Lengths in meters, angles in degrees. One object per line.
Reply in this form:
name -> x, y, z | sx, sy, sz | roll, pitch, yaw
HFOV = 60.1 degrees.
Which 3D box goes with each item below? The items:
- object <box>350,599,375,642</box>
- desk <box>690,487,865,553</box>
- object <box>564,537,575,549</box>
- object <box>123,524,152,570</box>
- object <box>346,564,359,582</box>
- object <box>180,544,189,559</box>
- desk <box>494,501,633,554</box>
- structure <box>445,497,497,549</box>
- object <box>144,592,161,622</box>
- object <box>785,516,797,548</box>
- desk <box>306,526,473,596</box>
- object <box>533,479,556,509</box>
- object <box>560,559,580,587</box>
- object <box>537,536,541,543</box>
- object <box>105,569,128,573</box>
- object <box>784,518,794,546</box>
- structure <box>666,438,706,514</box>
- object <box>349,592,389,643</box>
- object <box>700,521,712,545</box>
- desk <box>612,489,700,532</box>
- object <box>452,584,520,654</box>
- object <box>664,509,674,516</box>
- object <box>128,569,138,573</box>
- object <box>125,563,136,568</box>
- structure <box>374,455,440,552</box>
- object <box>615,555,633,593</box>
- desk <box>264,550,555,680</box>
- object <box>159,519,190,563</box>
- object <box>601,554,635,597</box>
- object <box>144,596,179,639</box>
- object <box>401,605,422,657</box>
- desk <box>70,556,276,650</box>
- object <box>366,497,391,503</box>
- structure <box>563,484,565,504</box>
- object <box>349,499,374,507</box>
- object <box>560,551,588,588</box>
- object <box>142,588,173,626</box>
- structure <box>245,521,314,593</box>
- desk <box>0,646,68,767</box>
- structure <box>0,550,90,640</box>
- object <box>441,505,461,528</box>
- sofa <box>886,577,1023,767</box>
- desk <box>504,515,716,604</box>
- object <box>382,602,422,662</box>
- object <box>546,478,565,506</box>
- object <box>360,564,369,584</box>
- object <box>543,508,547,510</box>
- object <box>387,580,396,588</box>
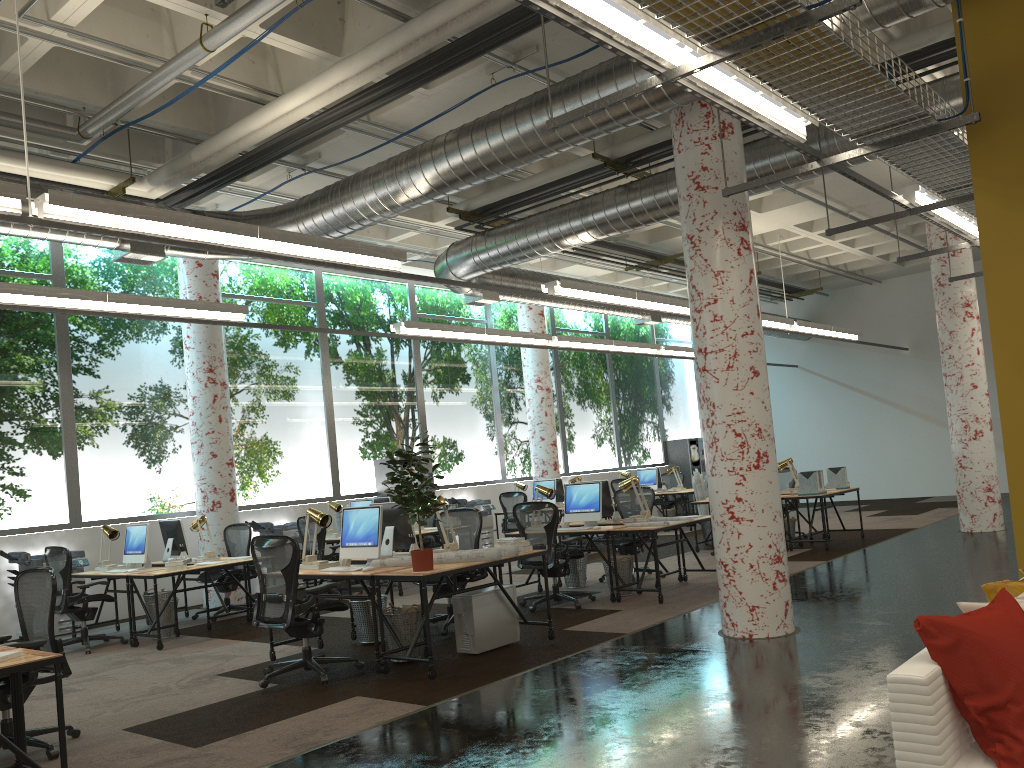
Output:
object -> -1.310, 2.075, 7.811 | 0.236, 0.402, 0.119 | -8, -4, 41
desk -> 3.776, 1.943, 12.629 | 1.948, 0.722, 1.400 | -10, -7, 40
object -> 0.967, 2.585, 14.841 | 0.236, 0.402, 0.119 | -8, -4, 41
object -> -4.044, 1.761, 9.592 | 0.485, 0.484, 0.189 | -9, -5, 40
object -> -2.345, 2.744, 13.187 | 0.352, 0.397, 0.355 | -3, -5, -30
object -> -3.670, 1.895, 9.892 | 0.101, 0.208, 0.102 | -5, -3, -5
desk -> 0.901, 2.455, 15.091 | 1.948, 0.722, 1.400 | -10, -7, 40
structure -> -0.683, 2.510, 15.811 | 0.505, 1.055, 1.057 | -8, -5, 40
object -> -4.157, 2.604, 10.253 | 0.236, 0.402, 0.119 | -8, -4, 41
object -> 3.786, 2.059, 12.324 | 0.360, 0.434, 0.353 | -8, -5, 37
desk -> -1.684, 2.394, 12.059 | 1.948, 0.722, 1.400 | -10, -7, 40
object -> 0.568, 1.870, 15.001 | 0.485, 0.484, 0.189 | -9, -5, 40
object -> 0.674, 2.154, 10.237 | 0.236, 0.402, 0.119 | -8, -4, 41
object -> 0.455, 2.714, 15.662 | 0.236, 0.402, 0.119 | -8, -4, 41
object -> -4.186, 1.992, 9.428 | 0.440, 0.017, 0.118 | -10, -7, 40
object -> 3.842, 2.073, 12.380 | 0.236, 0.402, 0.119 | -8, -4, 41
structure -> 4.337, 2.257, 21.754 | 0.640, 1.806, 0.749 | -8, -4, 40
object -> -1.256, 2.062, 7.868 | 0.360, 0.434, 0.353 | -8, -5, 37
object -> 3.115, 2.294, 13.758 | 0.353, 0.397, 0.354 | -5, -4, -5
desk -> 3.008, 2.506, 17.562 | 1.948, 0.722, 1.400 | -10, -7, 40
object -> -0.199, 1.884, 7.141 | 0.222, 0.453, 0.541 | -8, -5, 40
object -> 3.074, 2.635, 17.313 | 0.236, 0.402, 0.119 | -8, -4, 41
object -> -3.943, 1.941, 9.211 | 0.060, 0.029, 0.106 | -10, -7, 41
object -> -4.247, 1.944, 9.850 | 0.101, 0.208, 0.102 | -5, -3, -5
structure -> -1.718, 2.113, 14.653 | 0.640, 1.806, 0.749 | -8, -4, 40
object -> 1.186, 2.024, 9.416 | 0.236, 0.402, 0.119 | -8, -4, 41
desk -> -0.863, 1.816, 7.240 | 1.948, 0.722, 1.400 | -10, -7, 40
object -> -3.899, 1.804, 10.163 | 0.485, 0.484, 0.189 | -9, -5, 40
object -> 1.130, 2.011, 9.360 | 0.360, 0.434, 0.353 | -8, -5, 37
object -> -3.700, 2.461, 9.376 | 0.360, 0.434, 0.353 | -8, -5, 37
object -> -0.797, 1.946, 6.990 | 0.236, 0.402, 0.119 | -8, -4, 41
desk -> -3.710, 2.346, 9.682 | 1.948, 0.722, 1.400 | -10, -7, 40
object -> -1.872, 1.852, 12.540 | 0.485, 0.484, 0.189 | -9, -5, 40
structure -> 1.424, 2.560, 18.282 | 0.505, 1.055, 1.057 | -8, -5, 40
object -> -2.207, 2.208, 12.145 | 1.082, 1.206, 0.190 | -9, -4, 41
object -> 0.727, 2.141, 10.294 | 0.360, 0.434, 0.353 | -8, -5, 37
object -> -4.103, 2.592, 10.310 | 0.360, 0.434, 0.353 | -8, -5, 37
structure -> -3.268, 2.449, 12.778 | 0.505, 1.055, 1.057 | -8, -5, 40
desk -> -3.299, 1.775, 4.336 | 1.948, 0.722, 1.400 | -10, -7, 40
structure -> -5.367, 2.398, 10.313 | 0.505, 1.055, 1.057 | -8, -5, 40
object -> -0.847, 1.794, 11.992 | 0.281, 0.301, 0.150 | -9, -5, 40
sofa -> 2.771, 0.960, 2.955 | 2.026, 0.928, 2.854 | -10, -7, 40
desk -> 1.120, 1.895, 9.666 | 1.948, 0.722, 1.400 | -10, -7, 40
object -> -0.853, 1.932, 6.934 | 0.360, 0.434, 0.353 | -8, -5, 37
object -> 0.713, 1.914, 15.573 | 0.485, 0.484, 0.189 | -9, -5, 40
object -> -2.131, 2.653, 12.630 | 0.236, 0.402, 0.119 | -8, -4, 41
object -> 0.426, 2.101, 14.838 | 0.440, 0.017, 0.118 | -10, -7, 40
object -> -1.618, 2.523, 11.809 | 0.236, 0.402, 0.119 | -8, -4, 41
